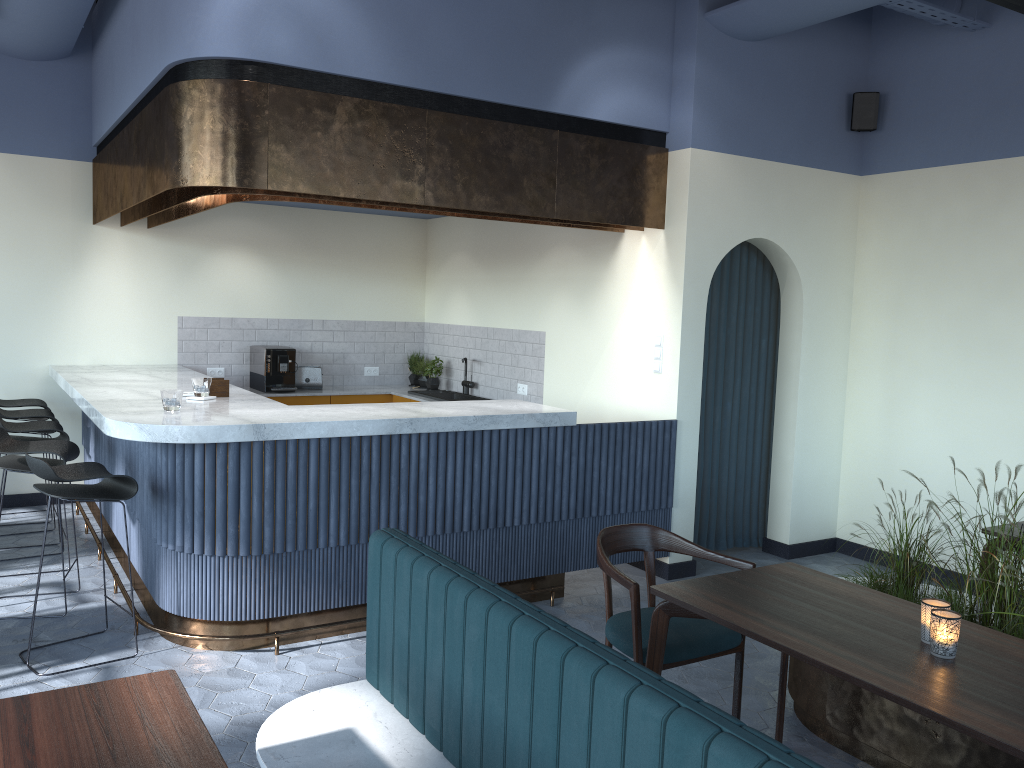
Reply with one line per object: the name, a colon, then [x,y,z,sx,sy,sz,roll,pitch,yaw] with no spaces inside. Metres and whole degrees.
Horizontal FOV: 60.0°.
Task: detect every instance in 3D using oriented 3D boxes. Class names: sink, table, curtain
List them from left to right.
table: [-1.002,1.048,2.605,9.778,0.755,3.997,7,7,42]
sink: [-0.450,-0.011,7.390,0.467,0.394,0.962,-1,6,-32]
curtain: [1.471,0.085,6.141,1.155,2.204,0.106,-1,6,-30]
table: [2.653,1.087,3.675,0.548,0.755,1.285,-1,6,-32]

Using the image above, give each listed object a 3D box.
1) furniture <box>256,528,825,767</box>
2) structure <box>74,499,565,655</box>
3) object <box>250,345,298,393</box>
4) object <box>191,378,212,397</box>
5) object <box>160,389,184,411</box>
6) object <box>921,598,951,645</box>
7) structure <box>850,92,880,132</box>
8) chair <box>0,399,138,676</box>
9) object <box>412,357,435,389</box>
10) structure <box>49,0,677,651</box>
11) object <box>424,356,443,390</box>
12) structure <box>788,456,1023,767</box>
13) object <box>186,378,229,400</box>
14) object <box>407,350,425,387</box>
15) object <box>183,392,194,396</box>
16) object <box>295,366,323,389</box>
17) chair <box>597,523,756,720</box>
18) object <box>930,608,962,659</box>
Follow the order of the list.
furniture: [2.405,1.039,1.860,4.703,1.150,4.800,-1,6,-32]
structure: [-3.867,1.119,3.488,5.649,0.250,6.894,5,6,30]
object: [-2.013,-0.132,7.510,0.274,0.378,0.532,-1,6,-32]
object: [-1.744,0.020,4.981,0.111,0.102,0.111,5,6,30]
object: [-1.705,0.082,4.445,0.111,0.102,0.111,5,6,30]
object: [1.229,0.692,2.578,0.078,0.120,0.078,6,7,41]
structure: [0.546,-1.654,3.001,13.143,0.268,7.261,7,7,41]
chair: [-3.286,0.819,3.143,3.651,0.949,6.322,-1,6,-33]
object: [-0.801,-0.101,8.167,0.221,0.283,0.211,0,5,-18]
structure: [-1.240,-0.798,6.108,3.220,3.800,3.653,-1,6,-32]
object: [-0.704,-0.096,7.996,0.179,0.311,0.172,0,5,-21]
structure: [2.697,1.006,2.035,1.143,1.207,4.878,-1,6,-30]
object: [-1.724,0.027,5.083,0.171,0.099,0.342,2,5,2]
object: [-0.911,-0.163,8.348,0.186,0.367,0.196,-1,6,-32]
object: [-1.758,0.054,5.093,0.249,0.042,0.339,-1,6,-31]
object: [-1.786,-0.056,7.757,0.260,0.195,0.177,1,5,-11]
chair: [0.577,1.007,3.526,0.618,0.793,0.525,-1,6,-32]
object: [1.211,0.700,2.483,0.078,0.120,0.078,6,7,41]
